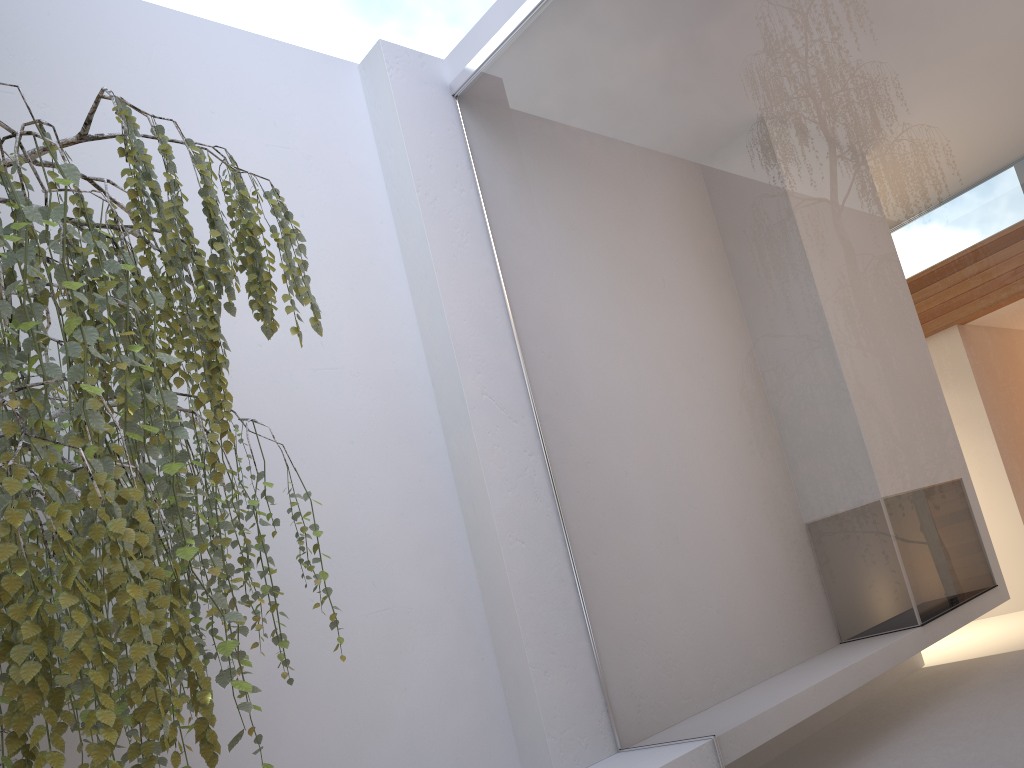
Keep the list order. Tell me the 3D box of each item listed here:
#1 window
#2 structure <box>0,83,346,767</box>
[{"bbox_3d":[0.818,-0.186,2.631,0.057,3.185,2.531,-6,-15,-45],"label":"window"},{"bbox_3d":[-1.483,-0.272,1.211,1.583,3.907,2.737,-24,-14,40],"label":"structure"}]
